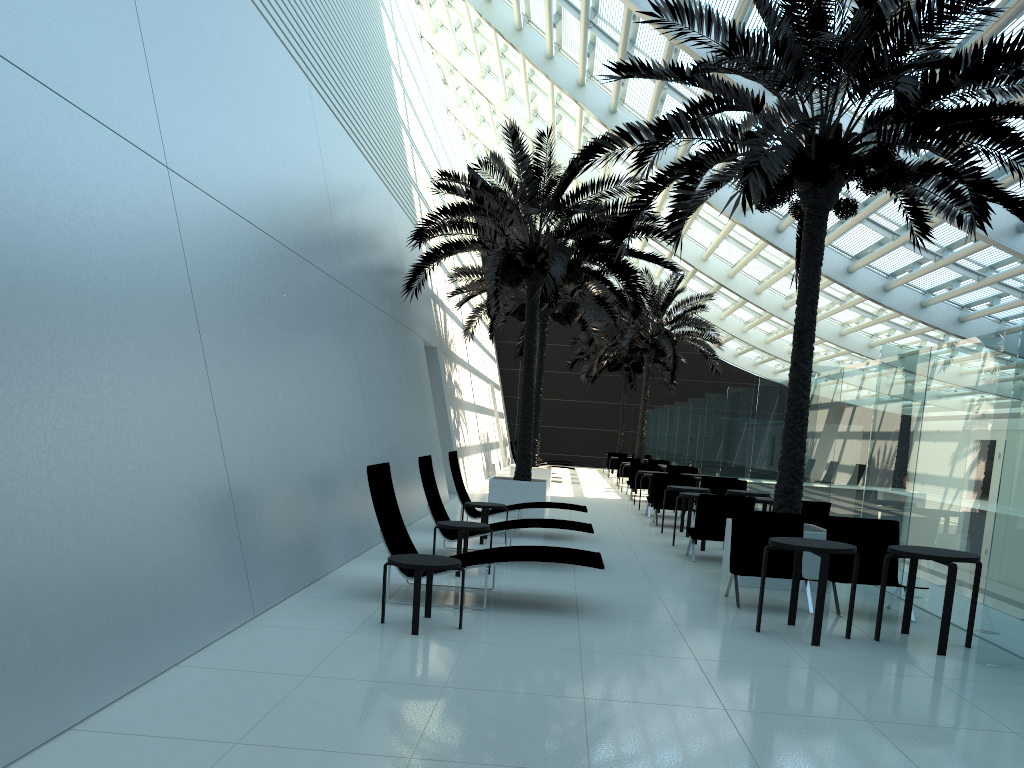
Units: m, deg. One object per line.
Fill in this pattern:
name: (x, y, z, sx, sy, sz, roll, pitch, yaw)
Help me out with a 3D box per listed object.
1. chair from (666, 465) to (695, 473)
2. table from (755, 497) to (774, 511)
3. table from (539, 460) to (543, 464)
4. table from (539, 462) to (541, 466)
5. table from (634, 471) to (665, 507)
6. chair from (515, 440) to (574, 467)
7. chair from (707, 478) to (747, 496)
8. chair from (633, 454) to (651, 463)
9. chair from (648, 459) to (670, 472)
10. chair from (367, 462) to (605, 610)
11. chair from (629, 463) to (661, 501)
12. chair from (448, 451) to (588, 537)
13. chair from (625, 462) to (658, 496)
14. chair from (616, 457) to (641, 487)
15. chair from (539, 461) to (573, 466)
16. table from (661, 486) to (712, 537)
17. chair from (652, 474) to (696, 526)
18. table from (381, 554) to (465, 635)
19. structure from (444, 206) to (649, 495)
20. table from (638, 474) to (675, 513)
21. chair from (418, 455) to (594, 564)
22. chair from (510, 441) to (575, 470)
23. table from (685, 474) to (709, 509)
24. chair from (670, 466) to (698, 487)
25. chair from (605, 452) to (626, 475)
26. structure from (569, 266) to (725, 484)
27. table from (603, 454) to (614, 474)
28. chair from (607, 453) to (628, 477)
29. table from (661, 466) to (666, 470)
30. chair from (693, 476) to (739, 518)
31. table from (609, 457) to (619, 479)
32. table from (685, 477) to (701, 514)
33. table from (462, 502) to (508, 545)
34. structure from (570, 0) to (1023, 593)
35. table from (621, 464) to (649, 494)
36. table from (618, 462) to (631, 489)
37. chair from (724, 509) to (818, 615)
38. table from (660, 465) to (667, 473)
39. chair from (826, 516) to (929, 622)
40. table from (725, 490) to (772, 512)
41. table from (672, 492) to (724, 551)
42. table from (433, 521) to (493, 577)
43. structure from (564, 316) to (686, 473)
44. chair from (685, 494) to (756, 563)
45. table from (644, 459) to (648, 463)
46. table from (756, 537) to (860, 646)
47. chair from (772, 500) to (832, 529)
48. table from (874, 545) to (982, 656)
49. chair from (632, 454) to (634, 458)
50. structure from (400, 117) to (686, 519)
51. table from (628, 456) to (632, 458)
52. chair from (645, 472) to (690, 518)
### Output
chair: (4.315, 2.559, 22.807, 0.716, 0.897, 0.879, 4, 2, 3)
table: (3.709, 2.050, 12.582, 0.680, 0.790, 0.672, 1, 4, -44)
table: (0.781, 2.945, 31.125, 0.554, 0.523, 0.548, 2, 3, -44)
table: (0.624, 2.798, 28.480, 0.554, 0.523, 0.548, 2, 3, -44)
table: (3.183, 2.391, 19.870, 0.672, 0.790, 0.679, 6, 4, 41)
chair: (1.095, 2.558, 29.578, 2.035, 1.171, 0.912, 4, 4, 3)
chair: (3.864, 2.152, 15.476, 0.716, 0.897, 0.879, 4, 2, 3)
chair: (4.869, 3.087, 32.359, 0.716, 0.897, 0.879, 4, 2, 3)
chair: (4.531, 2.773, 26.683, 0.716, 0.897, 0.879, 4, 2, 3)
chair: (-0.206, 1.347, 7.726, 2.035, 1.171, 0.912, 4, 4, 3)
chair: (3.270, 2.407, 21.162, 0.716, 0.897, 0.879, 4, 2, 3)
chair: (0.099, 1.631, 12.857, 2.035, 1.171, 0.912, 4, 4, 3)
chair: (3.386, 2.501, 22.854, 0.716, 0.897, 0.879, 4, 2, 3)
chair: (3.602, 2.715, 26.729, 0.716, 0.897, 0.879, 4, 2, 3)
chair: (1.252, 2.704, 32.223, 2.035, 1.171, 0.912, 4, 4, 3)
table: (2.848, 2.079, 14.243, 0.672, 0.790, 0.679, 6, 4, 41)
chair: (2.935, 2.094, 15.522, 0.716, 0.897, 0.879, 4, 2, 3)
table: (-0.677, 1.588, 6.628, 0.554, 0.523, 0.548, 2, 3, -44)
structure: (0.566, -0.766, 21.266, 4.243, 6.975, 4.623, 7, 6, 37)
table: (3.087, 2.309, 18.409, 0.680, 0.790, 0.672, 1, 4, -44)
chair: (-0.053, 1.489, 10.291, 2.035, 1.171, 0.912, 4, 4, 3)
chair: (0.942, 2.416, 27.013, 2.035, 1.171, 0.912, 4, 4, 3)
table: (4.149, 2.451, 19.822, 0.672, 0.790, 0.679, 6, 4, 41)
chair: (4.199, 2.465, 21.115, 0.716, 0.897, 0.879, 4, 2, 3)
chair: (4.055, 3.124, 34.098, 0.716, 0.897, 0.879, 4, 2, 3)
structure: (4.357, -0.210, 28.494, 4.826, 7.103, 4.384, 3, 5, -3)
table: (4.091, 3.244, 35.280, 0.681, 0.790, 0.671, 1, 4, -39)
chair: (3.940, 3.030, 32.405, 0.716, 0.897, 0.879, 4, 2, 3)
table: (4.388, 2.681, 23.987, 0.680, 0.790, 0.672, 1, 4, -44)
chair: (3.980, 2.247, 17.180, 0.716, 0.897, 0.879, 4, 2, 3)
table: (3.852, 3.014, 31.114, 0.672, 0.790, 0.679, 6, 4, 41)
table: (4.053, 2.370, 18.360, 0.680, 0.790, 0.672, 1, 4, -44)
table: (-0.372, 1.872, 11.758, 0.554, 0.523, 0.548, 2, 3, -44)
structure: (3.226, -1.267, 9.402, 4.793, 7.102, 4.414, 5, 5, 22)
table: (3.422, 2.621, 24.036, 0.680, 0.790, 0.672, 1, 4, -44)
table: (3.516, 2.701, 25.463, 0.672, 0.790, 0.679, 6, 4, 41)
chair: (2.507, 1.696, 8.332, 0.716, 0.897, 0.879, 4, 2, 3)
table: (4.482, 2.761, 25.414, 0.672, 0.790, 0.679, 6, 4, 41)
chair: (3.436, 1.754, 8.285, 0.716, 0.897, 0.879, 4, 2, 3)
table: (3.814, 2.139, 14.194, 0.672, 0.790, 0.679, 6, 4, 41)
table: (2.743, 1.989, 12.631, 0.680, 0.790, 0.672, 1, 4, -44)
table: (-0.524, 1.730, 9.193, 0.554, 0.523, 0.548, 2, 3, -44)
structure: (4.867, 0.242, 36.615, 4.467, 7.101, 4.739, 2, 4, -18)
chair: (2.707, 1.869, 11.448, 0.716, 0.897, 0.879, 4, 2, 3)
table: (4.818, 3.074, 31.066, 0.672, 0.790, 0.679, 6, 4, 41)
table: (2.427, 1.687, 7.167, 0.681, 0.790, 0.671, 1, 4, -39)
chair: (3.636, 1.927, 11.402, 0.716, 0.897, 0.879, 4, 2, 3)
table: (3.393, 1.747, 7.118, 0.681, 0.790, 0.671, 1, 4, -39)
chair: (4.984, 3.182, 34.051, 0.716, 0.897, 0.879, 4, 2, 3)
structure: (0.413, -1.054, 15.275, 4.652, 6.914, 4.214, 2, 5, -18)
table: (5.057, 3.304, 35.231, 0.681, 0.790, 0.671, 1, 4, -39)
chair: (3.051, 2.190, 17.227, 0.716, 0.897, 0.879, 4, 2, 3)
